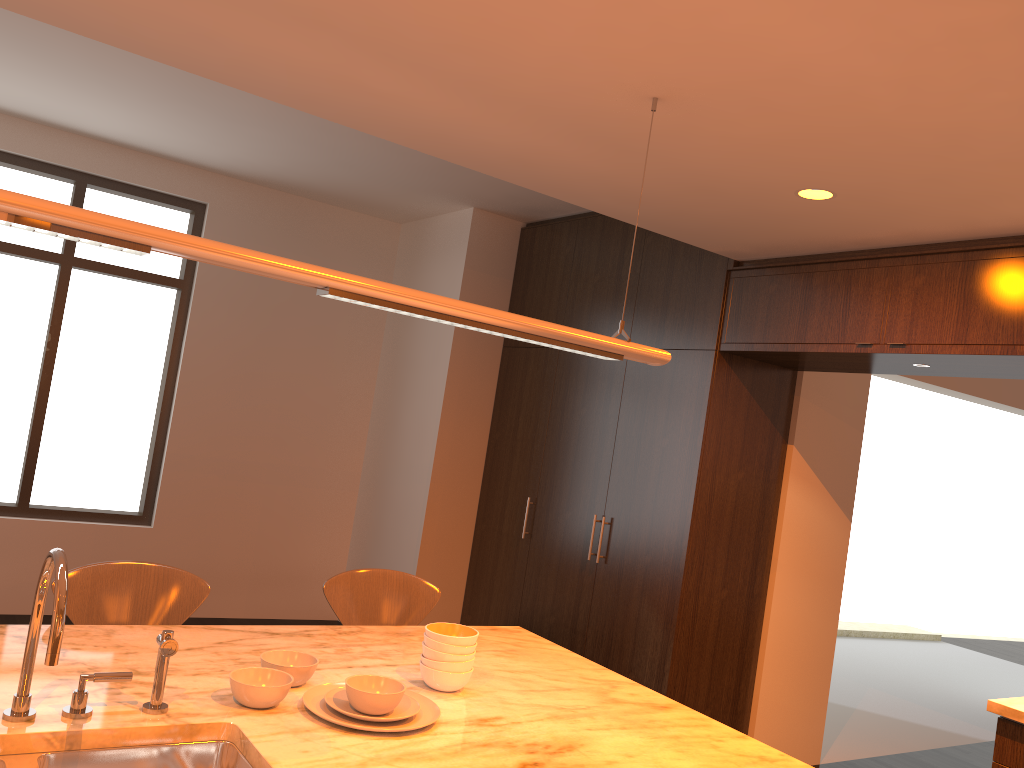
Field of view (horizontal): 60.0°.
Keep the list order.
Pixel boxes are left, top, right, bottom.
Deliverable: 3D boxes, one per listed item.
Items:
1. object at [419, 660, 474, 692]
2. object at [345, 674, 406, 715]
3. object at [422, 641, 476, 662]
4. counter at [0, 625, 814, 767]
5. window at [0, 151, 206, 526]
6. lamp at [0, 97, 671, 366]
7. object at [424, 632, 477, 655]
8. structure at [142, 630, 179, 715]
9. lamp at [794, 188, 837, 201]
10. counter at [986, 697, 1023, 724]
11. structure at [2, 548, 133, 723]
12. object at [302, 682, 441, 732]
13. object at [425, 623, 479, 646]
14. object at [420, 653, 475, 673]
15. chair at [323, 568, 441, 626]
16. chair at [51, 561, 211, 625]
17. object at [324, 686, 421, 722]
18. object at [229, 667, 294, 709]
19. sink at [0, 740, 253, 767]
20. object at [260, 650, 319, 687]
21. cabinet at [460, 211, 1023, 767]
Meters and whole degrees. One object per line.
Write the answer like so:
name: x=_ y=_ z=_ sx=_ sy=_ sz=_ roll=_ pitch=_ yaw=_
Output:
object: x=-0.171 y=0.743 z=2.255 sx=0.140 sy=0.059 sz=0.139 roll=11 pitch=-4 yaw=-42
object: x=-0.310 y=0.703 z=1.990 sx=0.139 sy=0.059 sz=0.138 roll=9 pitch=-3 yaw=-8
object: x=-0.165 y=0.698 z=2.258 sx=0.140 sy=0.062 sz=0.139 roll=11 pitch=-3 yaw=-34
counter: x=-0.730 y=0.684 z=1.817 sx=2.711 sy=0.038 sz=1.280 roll=11 pitch=-3 yaw=-34
window: x=-3.249 y=-0.319 z=5.433 sx=2.310 sy=2.201 sz=0.152 roll=11 pitch=-3 yaw=-33
lamp: x=-0.529 y=-0.610 z=1.926 sx=2.465 sy=0.765 sz=0.120 roll=11 pitch=-3 yaw=-34
object: x=-0.161 y=0.676 z=2.259 sx=0.139 sy=0.064 sz=0.140 roll=7 pitch=-3 yaw=30
structure: x=-0.717 y=0.585 z=1.813 sx=0.050 sy=0.161 sz=0.067 roll=11 pitch=-3 yaw=-34
lamp: x=7.047 y=0.178 z=3.813 sx=16.431 sy=0.171 sz=5.868 roll=11 pitch=-4 yaw=-34
counter: x=1.696 y=1.025 z=1.183 sx=3.616 sy=0.038 sz=3.187 roll=11 pitch=-3 yaw=-34
structure: x=-0.904 y=0.457 z=1.640 sx=0.310 sy=0.341 sz=0.321 roll=9 pitch=-3 yaw=4
object: x=-0.315 y=0.727 z=1.989 sx=0.310 sy=0.021 sz=0.309 roll=11 pitch=-3 yaw=-34
object: x=-0.157 y=0.655 z=2.260 sx=0.140 sy=0.062 sz=0.139 roll=10 pitch=-3 yaw=-25
object: x=-0.167 y=0.719 z=2.256 sx=0.139 sy=0.068 sz=0.140 roll=6 pitch=-4 yaw=39
chair: x=-0.414 y=1.161 z=2.815 sx=0.520 sy=1.047 sz=0.506 roll=10 pitch=-3 yaw=-29
chair: x=-1.038 y=1.041 z=2.339 sx=0.520 sy=1.047 sz=0.506 roll=11 pitch=-3 yaw=-34
object: x=-0.313 y=0.723 z=1.989 sx=0.217 sy=0.025 sz=0.216 roll=10 pitch=-3 yaw=-17
object: x=-0.551 y=0.669 z=1.937 sx=0.139 sy=0.059 sz=0.138 roll=9 pitch=-3 yaw=-8
sink: x=-0.787 y=0.763 z=1.424 sx=0.813 sy=0.176 sz=0.457 roll=11 pitch=-3 yaw=-34
object: x=-0.532 y=0.680 z=2.106 sx=0.139 sy=0.059 sz=0.138 roll=9 pitch=-3 yaw=-8
cabinet: x=0.343 y=0.230 z=1.653 sx=5.521 sy=2.997 sz=7.728 roll=11 pitch=-3 yaw=-34
